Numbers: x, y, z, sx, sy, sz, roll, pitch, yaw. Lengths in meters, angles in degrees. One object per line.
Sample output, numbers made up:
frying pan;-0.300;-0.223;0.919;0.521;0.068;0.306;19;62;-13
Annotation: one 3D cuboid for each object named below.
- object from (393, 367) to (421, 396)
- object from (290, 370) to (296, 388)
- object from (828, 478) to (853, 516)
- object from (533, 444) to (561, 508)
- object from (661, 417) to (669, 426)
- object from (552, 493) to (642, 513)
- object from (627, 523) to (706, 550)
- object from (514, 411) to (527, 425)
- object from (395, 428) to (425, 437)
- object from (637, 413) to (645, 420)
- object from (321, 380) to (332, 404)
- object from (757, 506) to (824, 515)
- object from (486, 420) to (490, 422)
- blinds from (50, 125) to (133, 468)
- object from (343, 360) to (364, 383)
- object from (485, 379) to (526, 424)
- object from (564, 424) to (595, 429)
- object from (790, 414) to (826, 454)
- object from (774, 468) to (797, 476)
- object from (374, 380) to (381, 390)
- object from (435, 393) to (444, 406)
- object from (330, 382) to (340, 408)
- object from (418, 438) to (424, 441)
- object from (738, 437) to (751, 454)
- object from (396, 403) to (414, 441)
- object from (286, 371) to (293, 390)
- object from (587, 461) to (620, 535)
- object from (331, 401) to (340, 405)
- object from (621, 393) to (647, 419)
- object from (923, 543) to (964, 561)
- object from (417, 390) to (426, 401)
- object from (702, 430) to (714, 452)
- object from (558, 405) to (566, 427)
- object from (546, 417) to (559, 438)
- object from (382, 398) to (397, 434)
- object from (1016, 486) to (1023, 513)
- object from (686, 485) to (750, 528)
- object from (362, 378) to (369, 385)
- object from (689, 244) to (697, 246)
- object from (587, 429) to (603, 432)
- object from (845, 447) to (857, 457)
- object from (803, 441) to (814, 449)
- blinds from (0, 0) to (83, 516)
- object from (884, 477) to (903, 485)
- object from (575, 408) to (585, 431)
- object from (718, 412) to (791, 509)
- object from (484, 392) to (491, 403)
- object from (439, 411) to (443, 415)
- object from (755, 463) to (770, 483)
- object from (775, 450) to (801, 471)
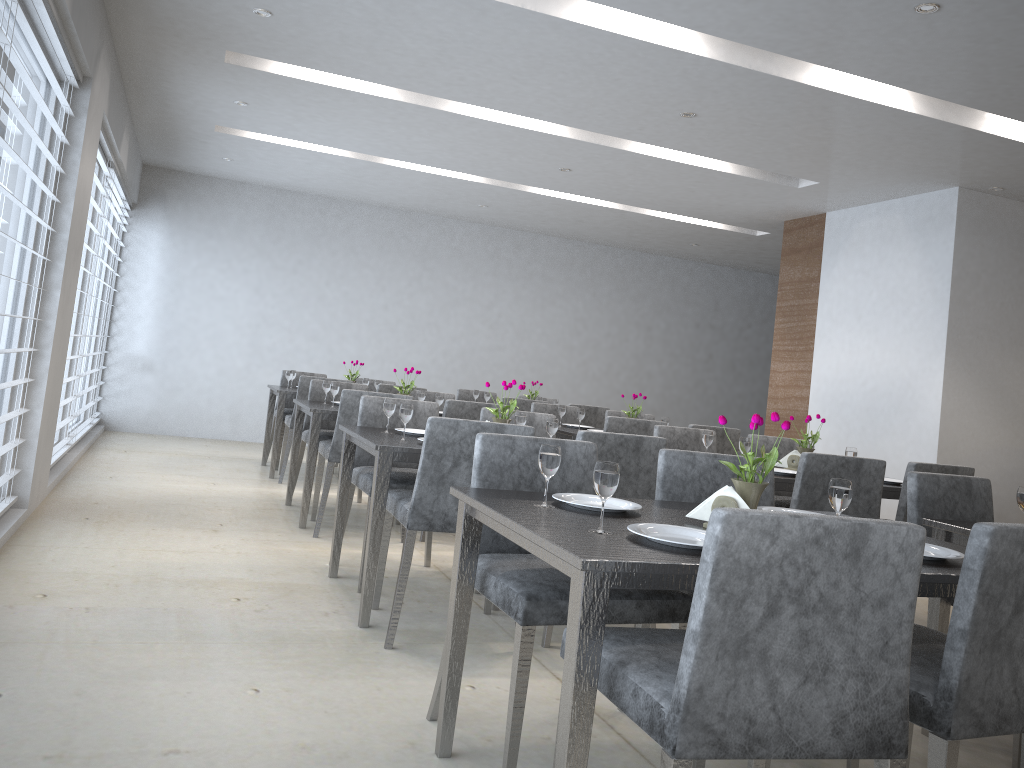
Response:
object;-0.626;0.033;5.214;0.154;0.278;0.104;8;-4;-23
object;-1.715;-0.037;6.896;0.053;0.140;0.053;5;-4;28
object;0.748;0.288;2.024;0.053;0.140;0.053;5;-4;28
object;0.082;0.212;2.036;0.053;0.140;0.053;5;-4;22
object;0.984;0.283;5.710;0.053;0.140;0.053;5;-4;28
object;0.203;0.287;2.118;0.216;0.015;0.217;6;1;-20
object;0.337;0.306;1.756;0.216;0.015;0.217;6;1;-20
object;0.032;0.190;3.823;0.053;0.140;0.053;5;-4;22
object;-0.384;0.206;3.705;0.216;0.015;0.217;6;1;-20
object;0.857;0.267;5.919;0.053;0.140;0.053;5;-4;28
object;-1.098;0.048;5.228;0.053;0.140;0.053;5;-4;28
object;0.748;0.348;2.317;0.216;0.015;0.217;6;1;-20
object;-0.102;0.197;3.578;0.204;0.100;0.069;6;-2;40
blinds;-3.056;-0.600;6.494;0.045;2.051;3.652;8;-1;-20
object;-1.244;-0.052;6.883;0.154;0.278;0.104;8;-4;-23
object;-0.033;0.115;3.611;0.154;0.278;0.104;8;-4;-23
object;0.437;0.282;5.826;0.215;0.015;0.217;6;1;-40
object;1.380;0.273;4.128;0.154;0.278;0.104;8;-4;-23
object;1.163;0.382;3.860;0.216;0.015;0.217;6;1;-20
object;-1.050;0.039;6.884;0.053;0.140;0.053;5;-4;28
object;-0.433;0.125;5.216;0.053;0.140;0.053;5;-4;28
object;-0.997;0.062;4.955;0.053;0.140;0.053;5;-4;28
object;-0.250;0.224;3.343;0.216;0.015;0.217;6;1;-20
object;1.010;0.302;3.852;0.053;0.140;0.053;5;-4;22
object;-0.405;0.144;3.352;0.053;0.140;0.053;5;-4;22
object;-1.668;-0.029;6.601;0.053;0.140;0.053;5;-4;28
object;0.183;0.226;1.762;0.053;0.140;0.053;5;-4;28
object;-0.977;0.124;5.308;0.215;0.015;0.217;6;1;-42
object;0.787;0.191;5.731;0.154;0.278;0.104;8;-4;-23
object;0.881;0.367;1.955;0.216;0.015;0.217;6;1;-20
object;-0.561;0.108;5.425;0.053;0.140;0.053;5;-4;28
object;0.909;0.288;4.126;0.053;0.140;0.053;5;-4;28
object;0.319;0.207;5.722;0.053;0.140;0.053;5;-4;28
object;0.160;0.207;3.614;0.053;0.140;0.053;5;-4;22
object;-0.506;0.130;3.626;0.053;0.140;0.053;5;-4;22
object;1.488;0.369;2.560;0.053;0.140;0.053;5;-4;28
object;0.485;0.278;1.991;0.204;0.100;0.069;6;-2;40
object;-1.177;0.023;7.093;0.053;0.140;0.053;5;-4;28
object;1.895;-1.453;9.228;0.089;0.007;0.088;7;1;25
object;0.570;0.300;5.464;0.215;0.015;0.217;6;1;-40
object;1.575;0.365;4.114;0.053;0.140;0.053;5;-4;28
object;1.447;0.348;4.322;0.053;0.140;0.053;5;-4;28
blinds;-0.969;-0.310;0.850;0.045;2.049;7.101;8;0;-20
object;1.708;0.443;4.060;0.216;0.015;0.217;6;1;-20
object;0.420;0.221;5.448;0.053;0.140;0.053;5;-4;28
object;0.553;0.197;2.023;0.154;0.278;0.104;8;-4;-23
object;-0.205;0.134;7.138;0.053;0.140;0.053;5;-4;28
object;-0.432;0.185;5.508;0.215;0.015;0.217;6;1;-42
object;0.620;0.272;2.232;0.053;0.140;0.053;5;-4;22
object;1.312;0.355;4.095;0.204;0.100;0.069;6;-2;40
